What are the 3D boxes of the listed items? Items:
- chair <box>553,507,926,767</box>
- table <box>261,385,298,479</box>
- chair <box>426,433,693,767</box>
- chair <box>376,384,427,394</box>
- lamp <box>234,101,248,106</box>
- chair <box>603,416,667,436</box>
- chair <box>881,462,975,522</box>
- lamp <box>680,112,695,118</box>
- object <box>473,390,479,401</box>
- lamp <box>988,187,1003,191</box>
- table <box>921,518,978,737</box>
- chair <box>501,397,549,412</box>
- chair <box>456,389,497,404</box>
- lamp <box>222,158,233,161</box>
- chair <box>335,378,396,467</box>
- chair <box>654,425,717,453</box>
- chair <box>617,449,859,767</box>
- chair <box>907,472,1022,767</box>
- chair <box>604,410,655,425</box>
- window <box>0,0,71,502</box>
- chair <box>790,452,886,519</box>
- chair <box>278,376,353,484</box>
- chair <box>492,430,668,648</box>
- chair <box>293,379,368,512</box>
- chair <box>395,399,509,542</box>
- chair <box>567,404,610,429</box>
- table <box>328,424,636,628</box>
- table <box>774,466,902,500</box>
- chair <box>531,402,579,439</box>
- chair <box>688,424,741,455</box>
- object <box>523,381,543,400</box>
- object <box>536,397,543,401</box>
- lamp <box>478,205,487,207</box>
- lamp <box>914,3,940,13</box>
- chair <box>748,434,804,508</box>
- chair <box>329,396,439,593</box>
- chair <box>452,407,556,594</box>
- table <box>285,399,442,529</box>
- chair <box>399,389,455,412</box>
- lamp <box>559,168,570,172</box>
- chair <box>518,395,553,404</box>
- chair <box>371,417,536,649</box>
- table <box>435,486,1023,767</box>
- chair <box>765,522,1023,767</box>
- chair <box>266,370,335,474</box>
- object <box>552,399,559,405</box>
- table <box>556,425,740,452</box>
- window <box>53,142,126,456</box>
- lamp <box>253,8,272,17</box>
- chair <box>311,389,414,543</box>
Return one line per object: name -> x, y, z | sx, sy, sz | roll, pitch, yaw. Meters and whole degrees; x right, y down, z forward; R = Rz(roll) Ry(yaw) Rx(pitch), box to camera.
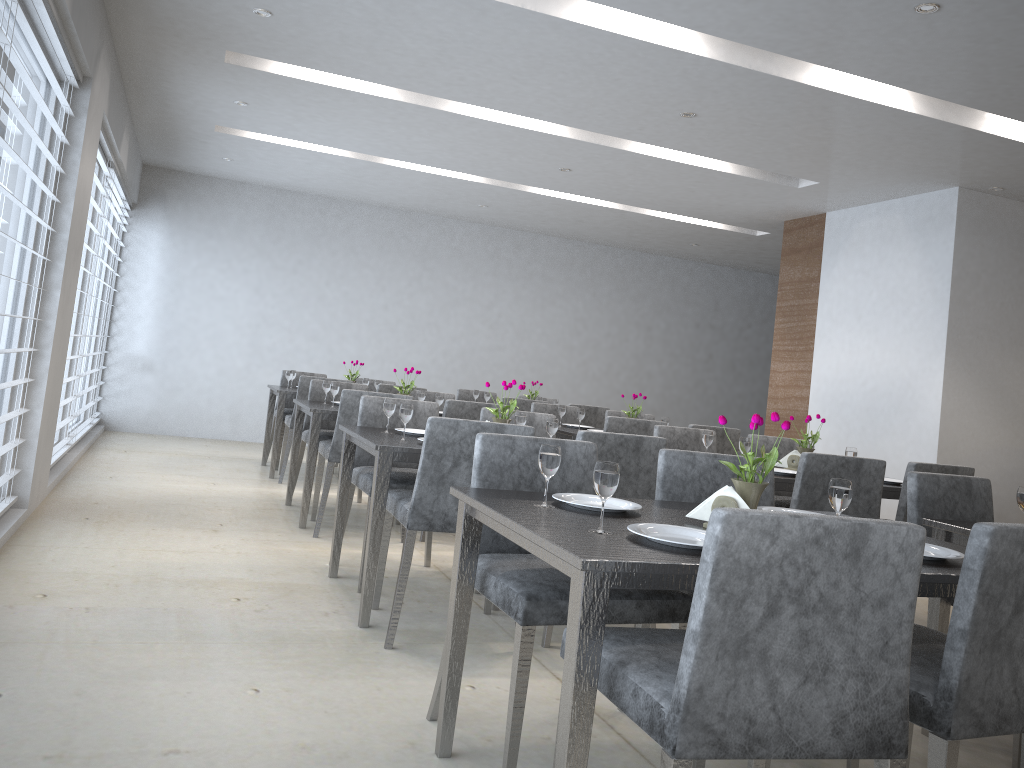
chair -> 0.386, 0.578, 1.582 | 0.476, 0.766, 0.491 | 7, -3, -15
table -> -1.298, 0.401, 6.872 | 1.185, 0.637, 0.777 | 7, -1, -20
chair -> 0.127, 0.542, 2.257 | 0.475, 0.766, 0.492 | 8, -3, -25
chair -> -0.941, 0.381, 6.676 | 0.475, 0.766, 0.492 | 8, -3, -25
lamp -> -1.785, -1.846, 5.818 | 0.089, 0.007, 0.088 | 7, 1, 25
chair -> 0.619, 0.572, 5.290 | 0.476, 0.766, 0.491 | 7, -3, -15
chair -> 1.683, 0.706, 3.920 | 0.475, 0.766, 0.492 | 8, -3, -25
lamp -> 0.991, -1.520, 4.992 | 0.089, 0.007, 0.088 | 7, 1, 25
object -> -0.306, 0.120, 7.412 | 0.053, 0.140, 0.053 | 5, -4, 28
lamp -> 3.167, -1.277, 5.789 | 0.089, 0.007, 0.088 | 7, 1, 25
table -> 1.912, 0.808, 2.529 | 1.185, 0.637, 0.777 | 7, -1, -20
chair -> 0.002, 0.486, 6.959 | 0.476, 0.766, 0.491 | 7, -3, -15
chair -> -0.257, 0.451, 7.635 | 0.475, 0.766, 0.492 | 8, -3, -25
lamp -> -2.457, -1.939, 7.635 | 0.089, 0.007, 0.088 | 7, 1, 25
chair -> -1.160, 0.350, 7.296 | 0.476, 0.766, 0.491 | 7, -3, -15
chair -> 0.954, 0.619, 4.362 | 0.475, 0.766, 0.492 | 8, -3, -25
chair -> 0.638, 0.599, 2.435 | 0.476, 0.766, 0.491 | 7, -3, -15
chair -> 1.541, 0.700, 2.775 | 0.475, 0.766, 0.492 | 8, -3, -25
chair -> 0.871, 0.593, 6.144 | 0.476, 0.766, 0.491 | 7, -3, -15
window -> -1.074, -0.295, 0.822 | 0.158, 2.079, 7.106 | 8, 0, -20
chair -> 1.212, 0.654, 3.686 | 0.476, 0.766, 0.491 | 7, -3, -15
chair -> -1.412, 0.329, 6.442 | 0.476, 0.766, 0.491 | 7, -3, -15
chair -> 0.269, 0.548, 3.403 | 0.475, 0.766, 0.492 | 8, -3, -25
chair -> -1.053, 0.378, 5.448 | 0.475, 0.766, 0.492 | 8, -3, -25
chair -> -0.324, 0.466, 5.006 | 0.475, 0.766, 0.492 | 8, -3, -25
chair -> 0.473, 0.538, 7.193 | 0.475, 0.766, 0.492 | 8, -3, -25
table -> -0.088, 0.569, 3.599 | 1.185, 0.637, 0.777 | 7, -1, -20
table -> 1.325, 0.726, 4.117 | 1.185, 0.637, 0.777 | 7, -1, -20
chair -> 0.361, 0.536, 5.965 | 0.475, 0.766, 0.492 | 8, -3, -25
chair -> 1.090, 0.624, 5.523 | 0.475, 0.766, 0.492 | 8, -3, -25
object -> 0.170, 0.105, 7.401 | 0.154, 0.278, 0.104 | 8, -4, -23
object -> 0.232, 0.180, 7.609 | 0.053, 0.140, 0.053 | 5, -4, 28
lamp -> -0.281, -1.696, 8.432 | 0.089, 0.007, 0.088 | 7, 1, 25
lamp -> 1.587, -1.437, 3.381 | 0.089, 0.007, 0.088 | 7, 1, 25
chair -> 1.464, 0.676, 4.540 | 0.476, 0.766, 0.491 | 7, -3, -15
chair -> -0.460, 0.461, 3.845 | 0.475, 0.766, 0.492 | 8, -3, -25
chair -> 0.051, 0.518, 4.023 | 0.476, 0.766, 0.491 | 7, -3, -15
table -> -0.681, 0.486, 5.203 | 1.185, 0.637, 0.777 | 7, -1, -20
chair -> -0.542, 0.436, 5.626 | 0.476, 0.766, 0.491 | 7, -3, -15
lamp -> 0.391, -1.603, 6.615 | 0.089, 0.007, 0.088 | 7, 1, 25
chair -> 0.254, 0.508, 7.813 | 0.476, 0.766, 0.491 | 7, -3, -15
chair -> -0.201, 0.496, 3.169 | 0.476, 0.766, 0.491 | 7, -3, -15
table -> 0.499, 0.650, 2.012 | 1.185, 0.637, 0.777 | 7, -1, -20
chair -> 0.856, 0.630, 1.815 | 0.475, 0.766, 0.492 | 8, -3, -25
chair -> -1.670, 0.293, 7.117 | 0.475, 0.766, 0.492 | 8, -3, -25
object -> 0.360, 0.196, 7.400 | 0.053, 0.140, 0.053 | 5, -4, 28
table -> 0.732, 0.644, 5.720 | 1.185, 0.637, 0.777 | 7, -1, -20
window -> -3.154, -0.584, 6.448 | 0.158, 2.081, 3.660 | 8, -1, -20
lamp -> -1.186, -1.763, 4.196 | 0.089, 0.007, 0.088 | 7, 1, 25
chair -> -0.794, 0.414, 4.773 | 0.476, 0.766, 0.491 | 7, -3, -15
